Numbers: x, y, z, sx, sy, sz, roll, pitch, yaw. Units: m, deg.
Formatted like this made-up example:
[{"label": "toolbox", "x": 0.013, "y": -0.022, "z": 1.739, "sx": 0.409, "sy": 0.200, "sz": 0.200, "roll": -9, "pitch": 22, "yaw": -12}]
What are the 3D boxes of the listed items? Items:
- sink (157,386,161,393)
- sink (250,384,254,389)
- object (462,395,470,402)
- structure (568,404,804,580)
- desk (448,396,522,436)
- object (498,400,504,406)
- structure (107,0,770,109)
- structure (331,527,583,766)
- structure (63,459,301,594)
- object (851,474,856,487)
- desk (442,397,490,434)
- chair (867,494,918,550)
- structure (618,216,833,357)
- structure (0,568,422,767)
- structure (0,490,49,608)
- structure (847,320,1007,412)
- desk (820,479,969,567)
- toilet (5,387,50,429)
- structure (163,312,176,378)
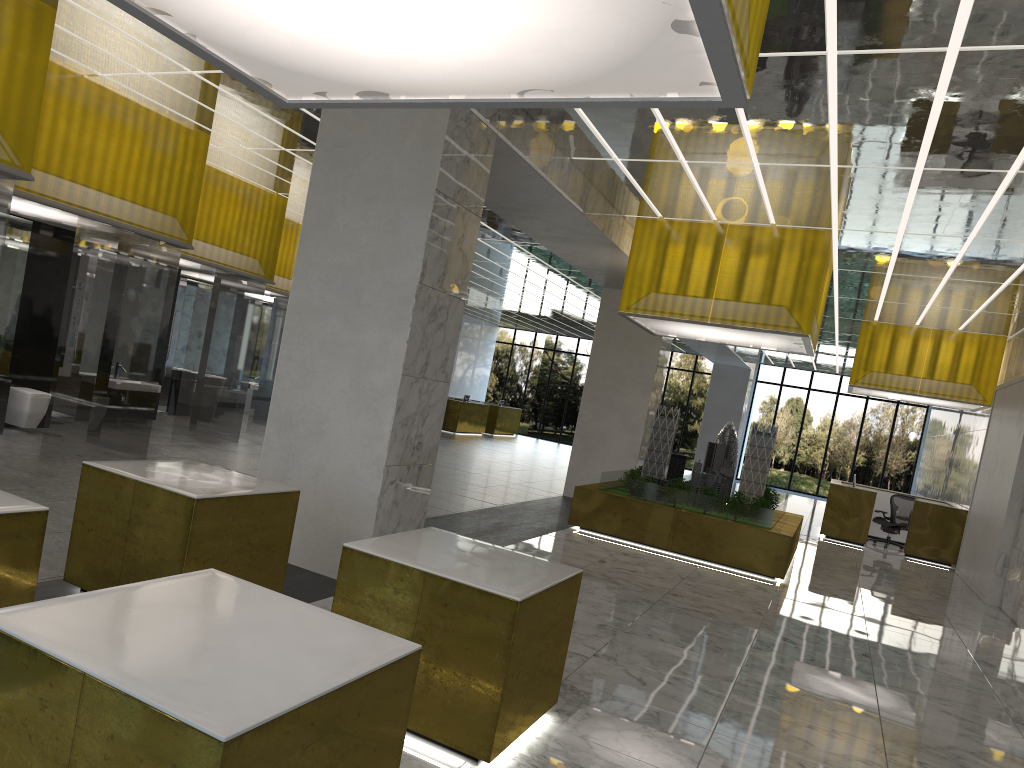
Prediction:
[{"label": "sink", "x": -8.775, "y": -0.066, "z": 19.421, "sx": 0.909, "sy": 1.055, "sz": 1.333, "roll": 11, "pitch": 1, "yaw": 24}, {"label": "sink", "x": -8.286, "y": 0.093, "z": 29.050, "sx": 0.909, "sy": 1.055, "sz": 1.333, "roll": 11, "pitch": 1, "yaw": 24}, {"label": "object", "x": -2.339, "y": 0.831, "z": 40.709, "sx": 0.573, "sy": 0.669, "sz": 0.720, "roll": 11, "pitch": 1, "yaw": 24}, {"label": "structure", "x": 3.928, "y": 1.892, "z": 17.506, "sx": 4.027, "sy": 2.576, "sz": 4.946, "roll": 11, "pitch": 0, "yaw": 24}, {"label": "desk", "x": -1.637, "y": 1.725, "z": 45.490, "sx": 3.348, "sy": 1.511, "sz": 3.345, "roll": 10, "pitch": 0, "yaw": 25}, {"label": "object", "x": -0.686, "y": 1.163, "z": 45.025, "sx": 0.572, "sy": 0.669, "sz": 0.721, "roll": 11, "pitch": 1, "yaw": 24}, {"label": "structure", "x": -0.543, "y": -2.970, "z": 3.884, "sx": 3.387, "sy": 2.274, "sz": 3.114, "roll": 11, "pitch": 1, "yaw": 25}, {"label": "structure", "x": -0.422, "y": 1.842, "z": 6.271, "sx": 1.421, "sy": 1.176, "sz": 1.386, "roll": 11, "pitch": 1, "yaw": 25}, {"label": "structure", "x": -2.933, "y": 1.396, "z": 7.659, "sx": 1.421, "sy": 1.176, "sz": 1.386, "roll": 11, "pitch": 1, "yaw": 25}, {"label": "object", "x": 9.739, "y": 2.903, "z": 23.996, "sx": 0.573, "sy": 0.669, "sz": 0.720, "roll": 11, "pitch": 1, "yaw": 24}, {"label": "desk", "x": -3.275, "y": 1.396, "z": 41.212, "sx": 3.348, "sy": 1.511, "sz": 3.345, "roll": 10, "pitch": 0, "yaw": 25}, {"label": "chair", "x": 10.474, "y": 3.758, "z": 23.372, "sx": 0.972, "sy": 1.498, "sz": 1.187, "roll": 9, "pitch": 2, "yaw": -41}, {"label": "structure", "x": 4.172, "y": -2.024, "z": 16.193, "sx": 3.388, "sy": 2.274, "sz": 3.115, "roll": 11, "pitch": 1, "yaw": 25}, {"label": "structure", "x": -1.392, "y": 1.648, "z": 3.739, "sx": 1.421, "sy": 1.176, "sz": 1.386, "roll": 11, "pitch": 1, "yaw": 25}, {"label": "structure", "x": -3.901, "y": 1.202, "z": 5.132, "sx": 1.421, "sy": 1.176, "sz": 1.386, "roll": 11, "pitch": 1, "yaw": 25}, {"label": "structure", "x": 11.218, "y": -0.691, "z": 23.371, "sx": 3.388, "sy": 2.274, "sz": 2.993, "roll": 11, "pitch": 1, "yaw": 25}, {"label": "desk", "x": 10.406, "y": 3.753, "z": 23.567, "sx": 3.348, "sy": 1.511, "sz": 3.345, "roll": 10, "pitch": 0, "yaw": 25}, {"label": "toilet", "x": -9.158, "y": 0.452, "z": 16.053, "sx": 0.875, "sy": 0.696, "sz": 0.489, "roll": 11, "pitch": 2, "yaw": 27}, {"label": "structure", "x": -9.580, "y": -1.081, "z": 23.463, "sx": 0.231, "sy": 1.859, "sz": 0.439, "roll": 12, "pitch": 3, "yaw": 15}]
